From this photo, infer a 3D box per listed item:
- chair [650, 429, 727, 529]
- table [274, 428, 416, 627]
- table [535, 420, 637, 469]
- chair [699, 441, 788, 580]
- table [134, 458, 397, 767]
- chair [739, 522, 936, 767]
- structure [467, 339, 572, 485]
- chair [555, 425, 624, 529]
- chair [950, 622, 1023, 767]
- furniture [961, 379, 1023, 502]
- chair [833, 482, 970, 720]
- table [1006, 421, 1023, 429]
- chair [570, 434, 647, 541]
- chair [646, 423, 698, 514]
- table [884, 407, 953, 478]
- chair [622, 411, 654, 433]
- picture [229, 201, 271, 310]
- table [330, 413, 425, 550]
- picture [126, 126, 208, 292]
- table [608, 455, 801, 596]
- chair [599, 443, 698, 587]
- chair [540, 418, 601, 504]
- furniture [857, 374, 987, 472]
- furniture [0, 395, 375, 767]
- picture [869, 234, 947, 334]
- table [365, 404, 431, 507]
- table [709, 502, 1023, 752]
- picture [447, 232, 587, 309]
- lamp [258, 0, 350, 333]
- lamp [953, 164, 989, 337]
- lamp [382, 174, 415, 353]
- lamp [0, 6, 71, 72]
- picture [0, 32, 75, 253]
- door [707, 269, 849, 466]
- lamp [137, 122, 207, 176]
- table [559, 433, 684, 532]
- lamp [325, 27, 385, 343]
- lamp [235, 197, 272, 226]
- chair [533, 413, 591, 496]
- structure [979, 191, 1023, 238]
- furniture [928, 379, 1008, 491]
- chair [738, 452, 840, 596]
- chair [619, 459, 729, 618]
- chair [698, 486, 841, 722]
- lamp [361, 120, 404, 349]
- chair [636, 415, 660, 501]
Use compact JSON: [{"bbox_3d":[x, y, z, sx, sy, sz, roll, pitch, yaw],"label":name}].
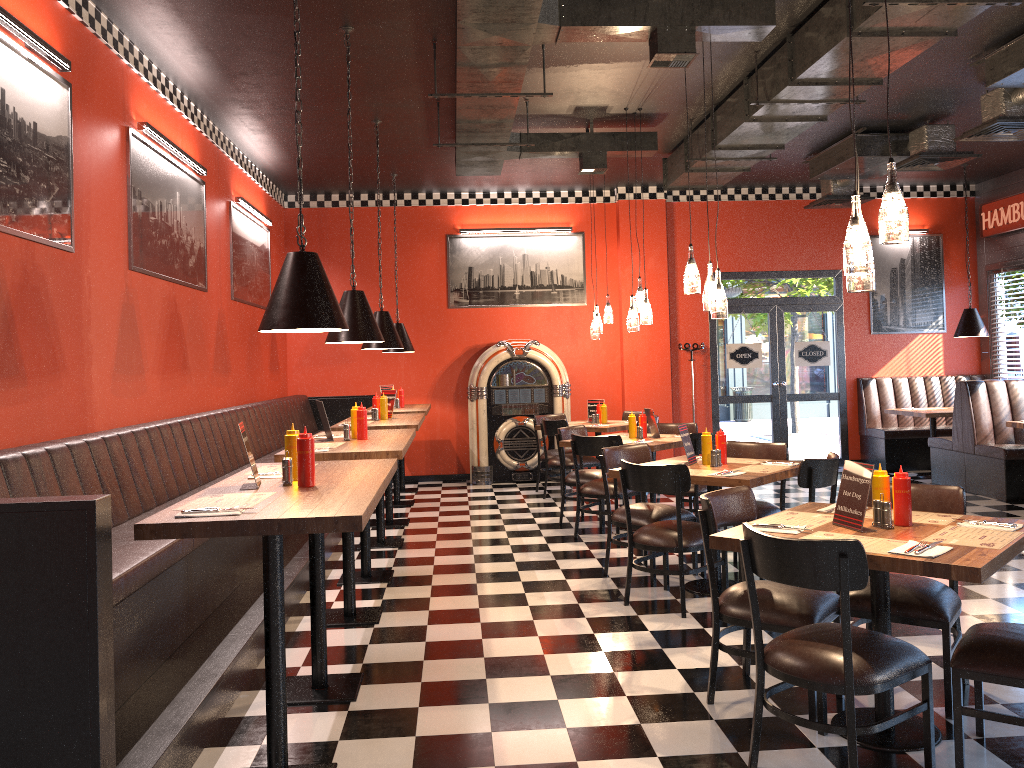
[{"bbox_3d":[1.487,0.816,7.342,0.486,0.868,0.544,-1,-1,-45],"label":"chair"},{"bbox_3d":[-0.992,0.858,5.692,0.696,1.000,1.691,-2,1,-4],"label":"table"},{"bbox_3d":[0.941,0.822,9.775,0.959,0.774,0.957,-1,0,41],"label":"table"},{"bbox_3d":[1.604,0.843,6.041,0.486,0.868,0.545,-2,-1,41],"label":"chair"},{"bbox_3d":[-0.856,0.903,3.577,0.696,1.000,1.691,-2,1,-4],"label":"table"},{"bbox_3d":[1.114,0.924,3.104,0.545,0.868,0.486,-1,-1,-37],"label":"chair"},{"bbox_3d":[0.090,0.323,11.020,1.294,1.770,0.500,-2,-1,-4],"label":"structure"},{"bbox_3d":[0.694,0.822,8.047,0.544,0.868,0.486,-2,-1,34],"label":"chair"},{"bbox_3d":[1.839,0.905,3.050,0.544,0.868,0.486,-2,-1,36],"label":"chair"},{"bbox_3d":[5.555,0.522,8.902,1.709,1.155,0.705,-2,-1,-4],"label":"furniture"},{"bbox_3d":[1.702,0.890,3.862,0.486,0.868,0.544,-2,-1,36],"label":"chair"},{"bbox_3d":[5.608,0.731,8.046,1.692,0.774,0.956,-2,0,-4],"label":"table"},{"bbox_3d":[0.786,0.836,7.338,0.486,0.868,0.544,-2,-1,36],"label":"chair"},{"bbox_3d":[1.445,0.800,8.090,0.486,0.868,0.544,-2,-1,19],"label":"chair"},{"bbox_3d":[5.453,0.680,10.440,1.692,0.774,0.956,-2,0,-4],"label":"table"},{"bbox_3d":[1.358,0.755,10.168,0.545,0.868,0.486,-1,-1,-39],"label":"chair"},{"bbox_3d":[-2.723,-1.287,9.290,0.023,0.940,1.769,-2,1,-4],"label":"picture"},{"bbox_3d":[-1.129,0.813,7.797,0.696,1.000,1.691,-2,1,-4],"label":"table"},{"bbox_3d":[-2.553,-1.231,6.654,0.023,0.940,1.769,-2,1,-4],"label":"picture"},{"bbox_3d":[1.295,0.908,5.622,0.959,0.774,0.957,-1,0,41],"label":"table"},{"bbox_3d":[0.903,0.863,6.037,0.486,0.868,0.544,-1,-1,-40],"label":"chair"},{"bbox_3d":[0.598,0.793,9.427,0.545,0.868,0.486,-1,-1,-29],"label":"chair"},{"bbox_3d":[5.401,0.472,11.284,1.709,1.155,0.705,-2,-1,-4],"label":"furniture"},{"bbox_3d":[-1.964,0.785,6.772,1.104,1.150,8.755,-2,1,-4],"label":"furniture"},{"bbox_3d":[5.196,-1.315,11.661,1.023,1.302,0.016,-2,-1,-4],"label":"picture"},{"bbox_3d":[-1.267,0.768,9.933,0.696,1.000,1.691,-2,1,-4],"label":"table"},{"bbox_3d":[1.449,0.953,3.466,0.956,0.774,0.960,-1,0,41],"label":"table"},{"bbox_3d":[0.063,-1.453,11.329,1.770,0.941,0.023,-2,-1,-4],"label":"picture"},{"bbox_3d":[-0.917,-1.250,3.808,0.381,2.046,0.382,-3,-1,38],"label":"lamp"},{"bbox_3d":[5.395,-1.581,10.485,0.382,2.046,0.381,0,-2,-45],"label":"lamp"},{"bbox_3d":[-1.328,-1.384,10.164,0.381,2.046,0.382,-3,-1,38],"label":"lamp"},{"bbox_3d":[-2.367,-1.692,4.049,0.081,0.056,1.444,-2,1,-4],"label":"lamp"},{"bbox_3d":[-2.382,-1.175,4.019,0.023,0.940,1.769,-2,1,-4],"label":"picture"},{"bbox_3d":[3.468,-0.189,11.525,1.800,2.575,0.128,-2,-1,-4],"label":"door"},{"bbox_3d":[-2.536,-1.747,6.662,0.081,0.056,1.444,-2,1,-4],"label":"lamp"},{"bbox_3d":[1.098,0.864,7.754,0.959,0.774,0.957,-1,0,41],"label":"table"},{"bbox_3d":[-1.042,-1.291,5.741,0.381,2.046,0.382,-3,-1,38],"label":"lamp"},{"bbox_3d":[-2.707,-1.803,9.301,0.081,0.056,1.444,-2,1,-4],"label":"lamp"},{"bbox_3d":[0.545,0.781,10.030,0.486,0.868,0.544,-1,-1,-39],"label":"chair"},{"bbox_3d":[6.471,-1.985,5.868,0.120,0.439,11.259,-2,1,-4],"label":"structure"},{"bbox_3d":[5.509,0.507,9.606,1.709,1.155,0.705,-2,-1,-4],"label":"furniture"},{"bbox_3d":[1.696,0.857,5.332,0.544,0.868,0.486,-2,-1,38],"label":"chair"},{"bbox_3d":[0.946,0.879,5.289,0.486,0.868,0.545,-2,-1,44],"label":"chair"},{"bbox_3d":[1.098,0.908,3.809,0.544,0.868,0.486,-2,-1,36],"label":"chair"},{"bbox_3d":[-1.184,-1.337,7.927,0.381,2.046,0.382,-3,-1,38],"label":"lamp"},{"bbox_3d":[1.303,0.773,9.442,0.544,0.868,0.486,-2,-1,28],"label":"chair"}]
